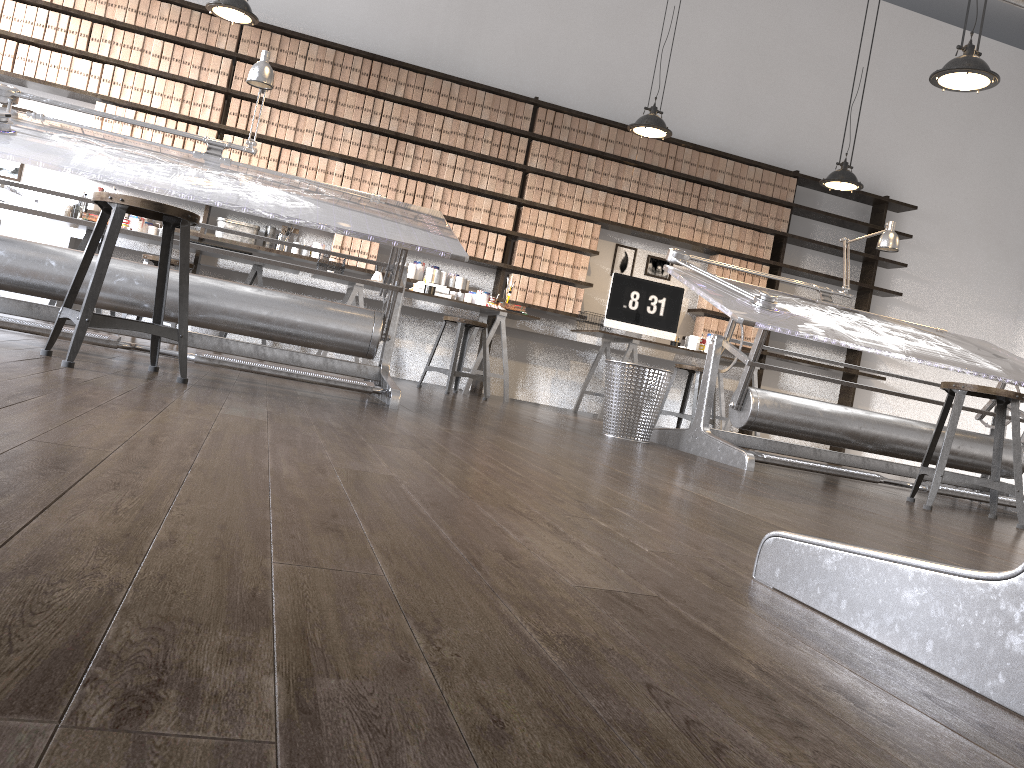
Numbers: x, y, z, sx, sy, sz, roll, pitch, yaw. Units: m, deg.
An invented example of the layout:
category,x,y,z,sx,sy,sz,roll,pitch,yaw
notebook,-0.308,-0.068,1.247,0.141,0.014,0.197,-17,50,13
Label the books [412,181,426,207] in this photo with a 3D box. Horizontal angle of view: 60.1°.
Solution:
category,x,y,z,sx,sy,sz,roll,pitch,yaw
books,-0.751,-1.483,7.040,0.067,0.226,0.175,11,-1,-16

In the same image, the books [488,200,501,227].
category,x,y,z,sx,sy,sz,roll,pitch,yaw
books,-0.165,-1.372,7.210,0.066,0.226,0.175,11,-1,-16

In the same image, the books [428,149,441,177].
category,x,y,z,sx,sy,sz,roll,pitch,yaw
books,-0.632,-1.743,7.068,0.067,0.226,0.175,11,-1,-16

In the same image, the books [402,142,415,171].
category,x,y,z,sx,sy,sz,roll,pitch,yaw
books,-0.830,-1.780,7.014,0.066,0.226,0.174,11,-1,-16

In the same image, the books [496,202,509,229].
category,x,y,z,sx,sy,sz,roll,pitch,yaw
books,-0.099,-1.360,7.230,0.066,0.226,0.174,11,-1,-16

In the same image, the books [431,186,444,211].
category,x,y,z,sx,sy,sz,roll,pitch,yaw
books,-0.613,-1.457,7.080,0.066,0.226,0.174,11,-1,-16

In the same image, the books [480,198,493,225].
category,x,y,z,sx,sy,sz,roll,pitch,yaw
books,-0.230,-1.385,7.187,0.067,0.226,0.175,11,-1,-16

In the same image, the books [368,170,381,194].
category,x,y,z,sx,sy,sz,roll,pitch,yaw
books,-1.089,-1.546,6.947,0.066,0.226,0.174,11,-1,-16

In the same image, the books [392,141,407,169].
category,x,y,z,sx,sy,sz,roll,pitch,yaw
books,-0.899,-1.793,7.000,0.066,0.226,0.175,11,-1,-16

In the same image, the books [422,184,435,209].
category,x,y,z,sx,sy,sz,roll,pitch,yaw
books,-0.681,-1.470,7.065,0.066,0.226,0.175,11,-1,-16

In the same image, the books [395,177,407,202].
category,x,y,z,sx,sy,sz,roll,pitch,yaw
books,-0.893,-1.509,7.003,0.066,0.226,0.175,11,-1,-16

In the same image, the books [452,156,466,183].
category,x,y,z,sx,sy,sz,roll,pitch,yaw
books,-0.442,-1.707,7.123,0.067,0.226,0.175,11,-1,-16

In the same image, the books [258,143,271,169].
category,x,y,z,sx,sy,sz,roll,pitch,yaw
books,-1.885,-1.696,6.725,0.066,0.226,0.175,11,-1,-16

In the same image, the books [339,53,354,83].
category,x,y,z,sx,sy,sz,roll,pitch,yaw
books,-1.291,-2.429,6.881,0.066,0.226,0.174,11,-1,-16

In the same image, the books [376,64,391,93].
category,x,y,z,sx,sy,sz,roll,pitch,yaw
books,-1.016,-2.377,6.959,0.066,0.226,0.175,11,-1,-16

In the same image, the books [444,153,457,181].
category,x,y,z,sx,sy,sz,roll,pitch,yaw
books,-0.511,-1.720,7.106,0.066,0.226,0.175,11,-1,-16

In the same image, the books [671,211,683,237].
category,x,y,z,sx,sy,sz,roll,pitch,yaw
books,1.384,-1.370,7.643,0.066,0.226,0.175,11,-1,-16

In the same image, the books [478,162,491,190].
category,x,y,z,sx,sy,sz,roll,pitch,yaw
books,-0.244,-1.670,7.181,0.066,0.226,0.174,11,-1,-16

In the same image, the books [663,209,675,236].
category,x,y,z,sx,sy,sz,roll,pitch,yaw
books,1.318,-1.382,7.626,0.066,0.226,0.174,11,-1,-16

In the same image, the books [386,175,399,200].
category,x,y,z,sx,sy,sz,roll,pitch,yaw
books,-0.952,-1.520,6.982,0.067,0.226,0.175,11,-1,-16

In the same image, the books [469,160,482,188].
category,x,y,z,sx,sy,sz,roll,pitch,yaw
books,-0.311,-1.682,7.166,0.066,0.226,0.174,11,-1,-16

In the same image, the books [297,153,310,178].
category,x,y,z,sx,sy,sz,roll,pitch,yaw
books,-1.610,-1.644,6.803,0.066,0.226,0.174,11,-1,-16

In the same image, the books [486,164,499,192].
category,x,y,z,sx,sy,sz,roll,pitch,yaw
books,-0.175,-1.657,7.197,0.066,0.226,0.175,11,-1,-16

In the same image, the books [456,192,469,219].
category,x,y,z,sx,sy,sz,roll,pitch,yaw
books,-0.415,-1.419,7.134,0.067,0.226,0.175,11,-1,-16

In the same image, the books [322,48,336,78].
category,x,y,z,sx,sy,sz,roll,pitch,yaw
books,-1.420,-2.453,6.838,0.067,0.226,0.175,11,-1,-16

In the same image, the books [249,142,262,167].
category,x,y,z,sx,sy,sz,roll,pitch,yaw
books,-1.946,-1.707,6.706,0.066,0.226,0.175,11,-1,-16

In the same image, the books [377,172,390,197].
category,x,y,z,sx,sy,sz,roll,pitch,yaw
books,-1.020,-1.533,6.963,0.066,0.226,0.175,11,-1,-16

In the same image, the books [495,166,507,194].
category,x,y,z,sx,sy,sz,roll,pitch,yaw
books,-0.112,-1.645,7.215,0.067,0.226,0.175,11,-1,-16

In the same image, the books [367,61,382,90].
category,x,y,z,sx,sy,sz,roll,pitch,yaw
books,-1.085,-2.390,6.934,0.067,0.226,0.175,11,-1,-16

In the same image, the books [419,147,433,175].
category,x,y,z,sx,sy,sz,roll,pitch,yaw
books,-0.697,-1.755,7.056,0.066,0.226,0.175,11,-1,-16

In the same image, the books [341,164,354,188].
category,x,y,z,sx,sy,sz,roll,pitch,yaw
books,-1.287,-1.583,6.889,0.067,0.226,0.175,11,-1,-16

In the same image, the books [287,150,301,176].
category,x,y,z,sx,sy,sz,roll,pitch,yaw
books,-1.676,-1.656,6.780,0.066,0.226,0.174,11,-1,-16

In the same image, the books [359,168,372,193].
category,x,y,z,sx,sy,sz,roll,pitch,yaw
books,-1.156,-1.559,6.932,0.066,0.226,0.174,11,-1,-16

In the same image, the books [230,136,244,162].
category,x,y,z,sx,sy,sz,roll,pitch,yaw
books,-2.073,-1.731,6.665,0.066,0.226,0.175,11,-1,-16

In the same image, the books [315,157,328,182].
category,x,y,z,sx,sy,sz,roll,pitch,yaw
books,-1.478,-1.619,6.834,0.067,0.226,0.175,11,-1,-16

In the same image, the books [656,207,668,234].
category,x,y,z,sx,sy,sz,roll,pitch,yaw
books,1.253,-1.394,7.604,0.066,0.226,0.174,11,-1,-16

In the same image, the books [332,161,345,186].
category,x,y,z,sx,sy,sz,roll,pitch,yaw
books,-1.356,-1.596,6.871,0.066,0.226,0.175,11,-1,-16

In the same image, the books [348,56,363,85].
category,x,y,z,sx,sy,sz,roll,pitch,yaw
books,-1.223,-2.416,6.896,0.066,0.226,0.174,11,-1,-16

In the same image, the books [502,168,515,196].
category,x,y,z,sx,sy,sz,roll,pitch,yaw
books,-0.053,-1.634,7.236,0.066,0.226,0.175,11,-1,-16

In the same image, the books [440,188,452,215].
category,x,y,z,sx,sy,sz,roll,pitch,yaw
books,-0.547,-1.444,7.103,0.066,0.226,0.174,11,-1,-16

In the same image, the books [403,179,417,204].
category,x,y,z,sx,sy,sz,roll,pitch,yaw
books,-0.822,-1.496,7.026,0.066,0.226,0.175,11,-1,-16

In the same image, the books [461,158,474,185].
category,x,y,z,sx,sy,sz,roll,pitch,yaw
books,-0.376,-1.695,7.146,0.066,0.226,0.175,11,-1,-16

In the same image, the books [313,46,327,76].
category,x,y,z,sx,sy,sz,roll,pitch,yaw
books,-1.485,-2.466,6.825,0.066,0.226,0.175,11,-1,-16

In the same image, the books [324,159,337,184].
category,x,y,z,sx,sy,sz,roll,pitch,yaw
books,-1.416,-1.608,6.856,0.066,0.226,0.175,11,-1,-16

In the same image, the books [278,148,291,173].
category,x,y,z,sx,sy,sz,roll,pitch,yaw
books,-1.744,-1.669,6.765,0.066,0.226,0.175,11,-1,-16

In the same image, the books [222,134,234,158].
category,x,y,z,sx,sy,sz,roll,pitch,yaw
books,-2.143,-1.744,6.649,0.066,0.226,0.174,11,-1,-16

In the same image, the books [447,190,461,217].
category,x,y,z,sx,sy,sz,roll,pitch,yaw
books,-0.480,-1.432,7.121,0.066,0.226,0.175,11,-1,-16

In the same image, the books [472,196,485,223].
category,x,y,z,sx,sy,sz,roll,pitch,yaw
books,-0.293,-1.396,7.171,0.066,0.226,0.175,11,-1,-16

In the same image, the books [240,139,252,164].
category,x,y,z,sx,sy,sz,roll,pitch,yaw
books,-2.005,-1.718,6.685,0.067,0.226,0.175,11,-1,-16

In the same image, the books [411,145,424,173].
category,x,y,z,sx,sy,sz,roll,pitch,yaw
books,-0.765,-1.768,7.037,0.066,0.226,0.174,11,-1,-16

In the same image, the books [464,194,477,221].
category,x,y,z,sx,sy,sz,roll,pitch,yaw
books,-0.353,-1.408,7.156,0.066,0.226,0.175,11,-1,-16

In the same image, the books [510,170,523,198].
category,x,y,z,sx,sy,sz,roll,pitch,yaw
books,0.013,-1.621,7.256,0.066,0.226,0.175,11,-1,-16

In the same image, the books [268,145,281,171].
category,x,y,z,sx,sy,sz,roll,pitch,yaw
books,-1.814,-1.682,6.740,0.067,0.226,0.175,11,-1,-16

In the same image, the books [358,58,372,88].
category,x,y,z,sx,sy,sz,roll,pitch,yaw
books,-1.157,-2.404,6.919,0.066,0.226,0.175,11,-1,-16

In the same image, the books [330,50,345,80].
category,x,y,z,sx,sy,sz,roll,pitch,yaw
books,-1.358,-2.442,6.862,0.066,0.226,0.175,11,-1,-16

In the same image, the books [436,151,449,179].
category,x,y,z,sx,sy,sz,roll,pitch,yaw
books,-0.570,-1.731,7.091,0.066,0.226,0.175,11,-1,-16

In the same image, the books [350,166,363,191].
category,x,y,z,sx,sy,sz,roll,pitch,yaw
books,-1.222,-1.571,6.911,0.066,0.226,0.175,11,-1,-16

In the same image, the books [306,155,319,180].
category,x,y,z,sx,sy,sz,roll,pitch,yaw
books,-1.543,-1.632,6.821,0.066,0.226,0.175,11,-1,-16

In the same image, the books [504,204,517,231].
category,x,y,z,sx,sy,sz,roll,pitch,yaw
books,-0.036,-1.348,7.241,0.067,0.226,0.175,11,-1,-16
